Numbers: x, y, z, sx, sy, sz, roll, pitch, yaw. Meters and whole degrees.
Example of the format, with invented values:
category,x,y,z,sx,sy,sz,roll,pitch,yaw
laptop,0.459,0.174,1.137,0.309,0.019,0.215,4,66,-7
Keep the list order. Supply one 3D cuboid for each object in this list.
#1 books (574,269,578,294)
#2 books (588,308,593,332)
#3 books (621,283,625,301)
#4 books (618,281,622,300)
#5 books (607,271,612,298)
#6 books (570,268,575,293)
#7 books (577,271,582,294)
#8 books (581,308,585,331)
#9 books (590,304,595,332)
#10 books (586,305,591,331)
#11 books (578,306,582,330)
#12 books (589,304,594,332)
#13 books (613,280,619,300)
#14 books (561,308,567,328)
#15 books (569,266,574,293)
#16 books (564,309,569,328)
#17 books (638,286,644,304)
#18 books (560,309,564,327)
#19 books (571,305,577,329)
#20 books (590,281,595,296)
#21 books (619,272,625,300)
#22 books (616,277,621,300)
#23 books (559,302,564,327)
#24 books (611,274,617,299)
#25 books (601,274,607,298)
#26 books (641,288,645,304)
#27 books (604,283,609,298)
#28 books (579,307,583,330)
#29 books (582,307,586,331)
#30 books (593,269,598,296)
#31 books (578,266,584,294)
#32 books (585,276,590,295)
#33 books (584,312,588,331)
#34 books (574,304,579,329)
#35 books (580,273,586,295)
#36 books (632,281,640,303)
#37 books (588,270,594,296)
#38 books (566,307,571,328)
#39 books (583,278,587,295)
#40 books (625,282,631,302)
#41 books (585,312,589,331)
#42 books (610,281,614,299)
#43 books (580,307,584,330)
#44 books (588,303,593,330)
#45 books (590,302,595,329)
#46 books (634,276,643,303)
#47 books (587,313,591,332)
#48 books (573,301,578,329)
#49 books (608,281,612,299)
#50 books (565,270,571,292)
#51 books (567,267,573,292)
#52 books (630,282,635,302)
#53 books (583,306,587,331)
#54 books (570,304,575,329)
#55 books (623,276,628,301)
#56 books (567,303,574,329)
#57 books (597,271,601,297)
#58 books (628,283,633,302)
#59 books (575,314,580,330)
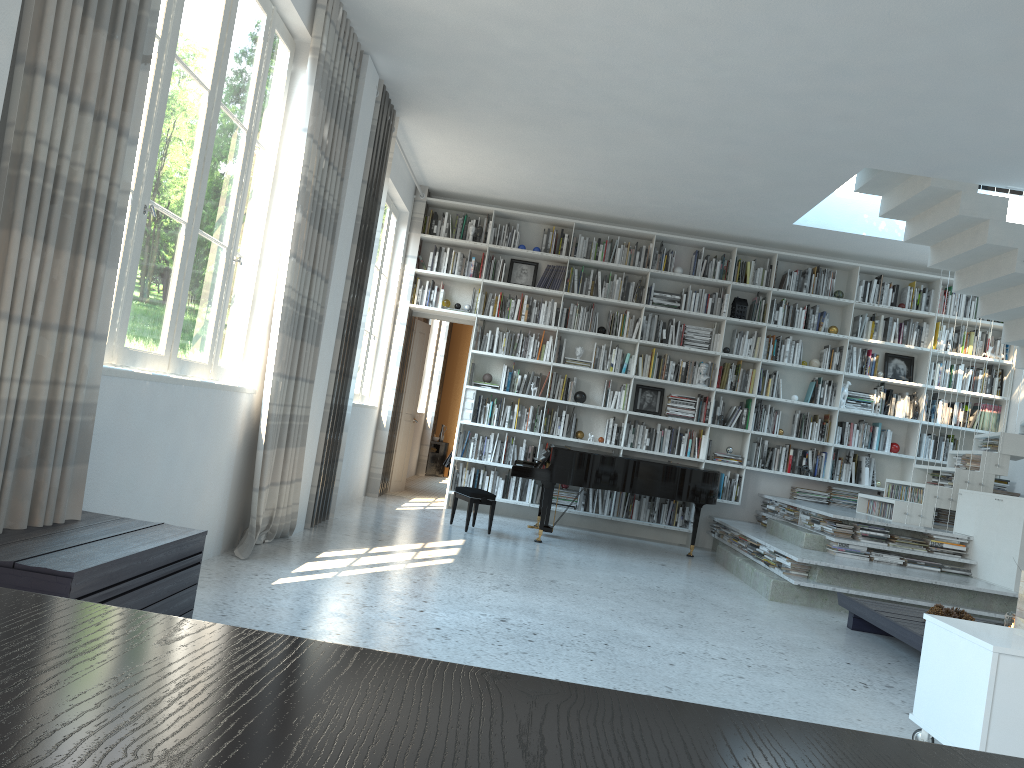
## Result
category,x,y,z,sx,sy,sz,roll,pitch,yaw
books,0.666,-1.052,9.292,0.067,0.274,0.168,9,-2,2
books,0.814,-0.652,9.266,0.010,0.261,0.158,9,-2,2
books,1.151,-0.944,9.284,0.024,0.213,0.150,9,-2,2
books,1.123,-0.958,9.275,0.013,0.231,0.141,9,-2,2
books,1.009,-1.015,9.276,0.012,0.307,0.145,9,-2,2
books,0.628,-1.065,9.286,0.010,0.287,0.148,9,-2,2
books,0.703,-1.039,9.283,0.011,0.260,0.157,9,-2,2
books,0.736,-0.661,9.274,0.011,0.255,0.152,9,-2,2
books,0.835,-0.670,9.275,0.005,0.305,0.162,9,-2,2
books,0.791,-0.671,9.261,0.011,0.291,0.176,9,-2,2
books,0.705,-0.671,9.250,0.009,0.263,0.189,9,-2,2
books,0.826,-0.677,9.279,0.005,0.316,0.157,9,-2,2
books,1.078,-0.963,9.261,0.021,0.226,0.191,9,-2,2
books,0.540,-0.675,9.293,0.029,0.225,0.136,9,-2,2
books,0.619,-1.076,9.309,0.014,0.309,0.130,9,-2,2
books,0.566,-0.668,9.291,0.024,0.219,0.140,9,-2,2
books,1.344,-0.912,9.285,0.028,0.211,0.134,9,-2,2
books,0.517,-0.672,9.268,0.015,0.207,0.186,9,-2,2
books,0.641,-0.679,9.267,0.024,0.262,0.177,9,-2,2
books,0.835,-0.978,9.287,0.034,0.180,0.160,9,-2,2
books,1.141,-0.997,9.265,0.011,0.313,0.183,9,-2,2
books,1.105,-0.975,9.279,0.028,0.260,0.135,9,-2,2
books,0.510,-0.711,9.287,0.012,0.285,0.159,9,-2,2
books,1.059,-0.995,9.286,0.026,0.286,0.137,9,-2,2
books,0.959,-1.001,9.283,0.027,0.265,0.168,9,-2,2
books,1.366,-0.899,9.291,0.019,0.194,0.098,9,-2,2
books,0.979,-0.955,9.274,0.028,0.180,0.168,9,-2,2
books,0.714,-0.663,9.251,0.012,0.251,0.184,9,-2,2
books,0.746,-0.662,9.258,0.009,0.261,0.180,9,-2,2
books,0.869,-1.040,9.297,0.013,0.315,0.135,9,-2,2
books,0.718,-1.065,9.274,0.012,0.315,0.171,9,-2,2
books,0.784,-1.006,9.279,0.029,0.218,0.157,9,-2,2
books,0.762,-0.634,9.255,0.011,0.209,0.181,9,-2,2
books,0.670,-0.686,9.258,0.010,0.283,0.184,9,-2,2
books,0.733,-1.026,9.274,0.031,0.242,0.181,9,-2,2
books,1.290,-0.948,9.263,0.055,0.263,0.167,9,-2,2
books,0.816,-1.038,9.280,0.023,0.293,0.156,9,-2,2
books,0.585,-0.676,9.278,0.012,0.240,0.134,9,-2,2
books,0.757,-1.001,9.286,0.024,0.201,0.153,9,-2,2
books,1.199,-0.939,9.265,0.030,0.217,0.182,9,-2,2
books,0.775,-0.639,9.280,0.011,0.226,0.129,9,-2,2
books,1.035,-0.960,9.272,0.010,0.208,0.173,9,-2,2
books,0.726,-0.665,9.275,0.010,0.261,0.169,9,-2,2
books,0.812,-0.681,9.274,0.004,0.320,0.153,9,-2,2
books,0.832,-0.683,9.277,0.005,0.331,0.161,9,-2,2
books,1.308,-0.965,9.263,0.058,0.302,0.175,9,-2,2
books,0.796,-0.631,9.285,0.012,0.217,0.133,9,-2,2
books,0.663,-0.703,9.280,0.011,0.317,0.154,9,-2,2
books,1.019,-0.964,9.299,0.024,0.212,0.128,9,-2,2
books,0.583,-1.057,9.274,0.023,0.256,0.175,9,-2,2
books,0.603,-1.067,9.288,0.013,0.283,0.158,9,-2,2
books,1.249,-0.940,9.283,0.024,0.237,0.153,9,-2,2
books,0.757,-0.670,9.264,0.011,0.279,0.169,9,-2,2
books,0.625,-0.689,9.267,0.012,0.276,0.157,9,-2,2
books,1.180,-0.978,9.287,0.022,0.290,0.146,9,-2,2
books,0.607,-0.693,9.271,0.026,0.279,0.151,9,-2,2
books,0.910,-1.020,9.269,0.075,0.285,0.178,9,-2,2
books,1.225,-0.937,9.268,0.022,0.222,0.161,9,-2,2
books,0.681,-0.634,9.273,0.029,0.186,0.149,9,-2,2
